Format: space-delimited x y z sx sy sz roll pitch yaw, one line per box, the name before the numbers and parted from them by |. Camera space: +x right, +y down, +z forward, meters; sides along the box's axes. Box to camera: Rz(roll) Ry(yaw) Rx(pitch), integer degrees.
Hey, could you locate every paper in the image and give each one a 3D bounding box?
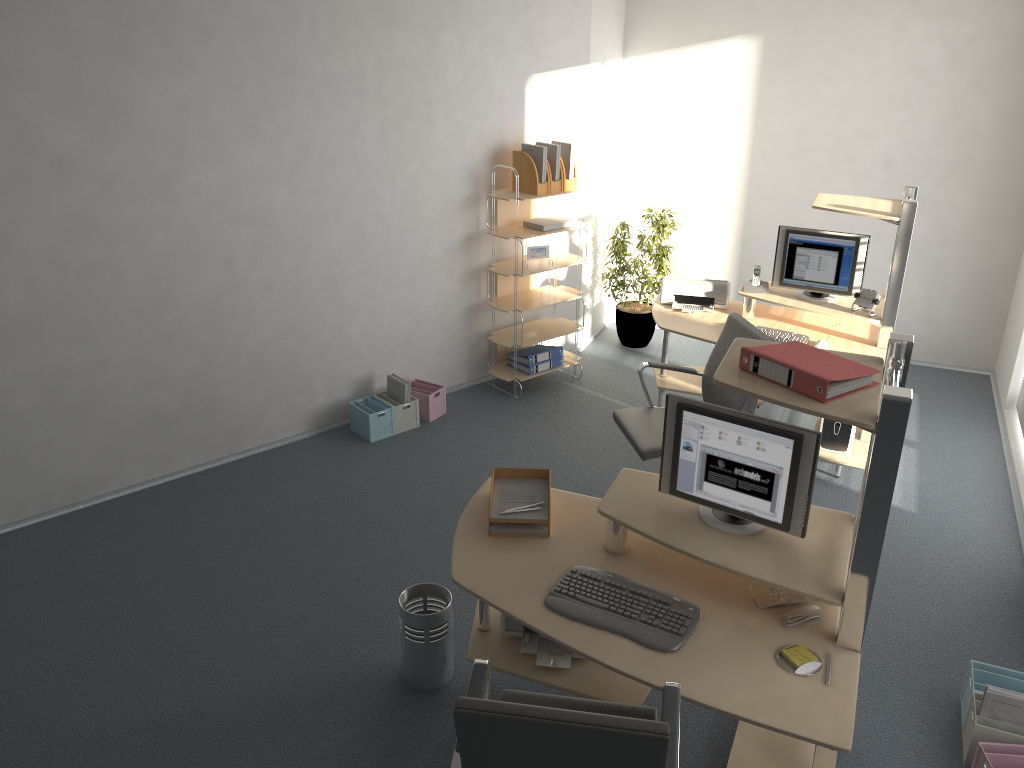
paper | 0.141 -1.413 5.816 0.045 0.297 0.213 -19 30 -38
paper | 0.335 -1.472 5.959 0.045 0.297 0.213 -16 28 -33
paper | 0.032 0.432 3.342 0.210 0.010 0.297 1 23 2
paper | -0.733 0.109 5.713 0.068 0.306 0.220 -18 29 -36
paper | 0.031 0.479 3.362 0.210 0.019 0.297 1 23 2
paper | 0.257 -1.094 6.037 0.297 0.046 0.213 -18 29 -36
paper | 0.235 -1.444 5.890 0.045 0.297 0.213 -17 29 -36

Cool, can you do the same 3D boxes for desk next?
desk | 0.400 0.618 2.962 1.469 1.566 0.967 10 25 21
desk | 1.497 -0.384 5.328 1.469 1.566 0.967 10 25 21

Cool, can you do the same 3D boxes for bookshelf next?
bookshelf | 0.172 -0.737 6.134 0.724 1.572 0.381 -18 29 -36

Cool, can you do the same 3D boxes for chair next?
chair | 0.901 0.222 4.557 0.652 1.048 0.584 -4 24 -10
chair | 0.154 1.107 2.471 0.584 1.048 0.652 4 23 9

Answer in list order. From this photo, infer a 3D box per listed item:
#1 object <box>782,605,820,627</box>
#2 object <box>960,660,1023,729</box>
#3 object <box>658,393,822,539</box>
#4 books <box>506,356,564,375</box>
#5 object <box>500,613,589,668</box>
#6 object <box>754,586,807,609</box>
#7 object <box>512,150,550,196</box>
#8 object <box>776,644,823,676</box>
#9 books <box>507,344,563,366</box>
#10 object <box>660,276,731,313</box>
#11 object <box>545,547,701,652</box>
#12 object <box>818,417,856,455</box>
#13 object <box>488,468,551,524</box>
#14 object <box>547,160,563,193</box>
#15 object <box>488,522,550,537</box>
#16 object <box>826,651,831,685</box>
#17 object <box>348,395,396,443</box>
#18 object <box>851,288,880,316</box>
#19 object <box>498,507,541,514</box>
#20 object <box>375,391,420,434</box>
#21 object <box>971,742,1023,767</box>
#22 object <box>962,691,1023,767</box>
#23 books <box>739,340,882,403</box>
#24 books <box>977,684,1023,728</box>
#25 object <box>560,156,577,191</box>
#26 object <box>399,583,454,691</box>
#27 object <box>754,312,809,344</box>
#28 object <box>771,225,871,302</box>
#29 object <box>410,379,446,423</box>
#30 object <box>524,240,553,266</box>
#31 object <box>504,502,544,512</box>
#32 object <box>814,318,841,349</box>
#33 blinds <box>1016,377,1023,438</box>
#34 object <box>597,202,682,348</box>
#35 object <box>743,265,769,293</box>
object | 0.911 0.727 2.789 0.134 0.042 0.022 -10 25 -23
object | 1.851 1.213 3.353 0.245 0.202 0.185 10 25 21
object | 0.779 0.267 2.981 0.245 0.418 0.516 -21 31 -41
books | 0.166 -0.169 6.356 0.320 0.072 0.262 -17 29 -35
object | 0.172 0.903 3.358 0.438 0.162 0.351 3 23 7
object | 0.872 0.678 2.875 0.159 0.064 0.054 -4 23 -9
object | 0.126 -1.389 5.811 0.113 0.259 0.243 -19 30 -38
object | 0.850 0.807 2.619 0.132 0.026 0.132 10 25 21
books | 0.160 -0.223 6.342 0.320 0.100 0.263 -17 29 -35
object | 1.170 -0.572 5.684 0.438 0.162 0.351 6 24 14
object | 0.493 0.641 3.067 0.478 0.082 0.814 14 26 28
object | 1.948 0.126 5.244 0.199 0.422 0.471 10 25 21
object | 0.032 0.416 3.336 0.225 0.060 0.309 1 23 2
object | 0.220 -1.421 5.885 0.113 0.259 0.243 -17 29 -36
object | 0.032 0.468 3.358 0.225 0.060 0.309 1 23 2
object | 0.928 0.826 2.595 0.011 0.011 0.158 9 24 18
object | -0.887 0.223 5.622 0.185 0.202 0.245 -18 29 -37
object | 2.039 -0.473 5.097 0.093 0.135 0.154 -12 26 -28
object | 0.027 0.464 3.245 0.159 0.009 0.008 -5 24 -12
object | -0.745 0.177 5.732 0.185 0.202 0.245 -18 29 -37
object | 1.715 1.364 2.995 0.245 0.202 0.185 2 23 5
object | 1.778 1.279 3.196 0.245 0.202 0.185 10 25 21
books | 0.904 -0.057 2.695 0.262 0.072 0.320 -15 27 -32
books | 1.773 1.220 3.156 0.220 0.306 0.068 10 25 21
object | 0.320 -1.449 5.954 0.113 0.259 0.243 -16 28 -33
object | -0.341 1.015 3.553 0.208 0.377 0.208 -9 25 -21
object | 1.620 -0.349 5.406 0.478 0.082 0.814 14 26 28
object | 1.866 -0.727 5.330 0.516 0.418 0.245 17 28 34
object | -0.591 0.113 5.886 0.245 0.202 0.185 14 27 29
object | 0.181 -0.895 6.042 0.192 0.161 0.077 -8 25 -19
object | 0.044 0.454 3.267 0.159 0.009 0.008 -9 25 -20
object | 1.945 -0.308 5.307 0.168 0.088 0.742 11 25 23
blinds | 2.974 -0.769 4.492 0.037 2.749 1.950 10 25 21
object | 1.020 -0.838 6.938 0.644 1.147 0.544 -17 29 -35
object | 1.516 -0.655 5.495 0.150 0.151 0.119 4 23 8
